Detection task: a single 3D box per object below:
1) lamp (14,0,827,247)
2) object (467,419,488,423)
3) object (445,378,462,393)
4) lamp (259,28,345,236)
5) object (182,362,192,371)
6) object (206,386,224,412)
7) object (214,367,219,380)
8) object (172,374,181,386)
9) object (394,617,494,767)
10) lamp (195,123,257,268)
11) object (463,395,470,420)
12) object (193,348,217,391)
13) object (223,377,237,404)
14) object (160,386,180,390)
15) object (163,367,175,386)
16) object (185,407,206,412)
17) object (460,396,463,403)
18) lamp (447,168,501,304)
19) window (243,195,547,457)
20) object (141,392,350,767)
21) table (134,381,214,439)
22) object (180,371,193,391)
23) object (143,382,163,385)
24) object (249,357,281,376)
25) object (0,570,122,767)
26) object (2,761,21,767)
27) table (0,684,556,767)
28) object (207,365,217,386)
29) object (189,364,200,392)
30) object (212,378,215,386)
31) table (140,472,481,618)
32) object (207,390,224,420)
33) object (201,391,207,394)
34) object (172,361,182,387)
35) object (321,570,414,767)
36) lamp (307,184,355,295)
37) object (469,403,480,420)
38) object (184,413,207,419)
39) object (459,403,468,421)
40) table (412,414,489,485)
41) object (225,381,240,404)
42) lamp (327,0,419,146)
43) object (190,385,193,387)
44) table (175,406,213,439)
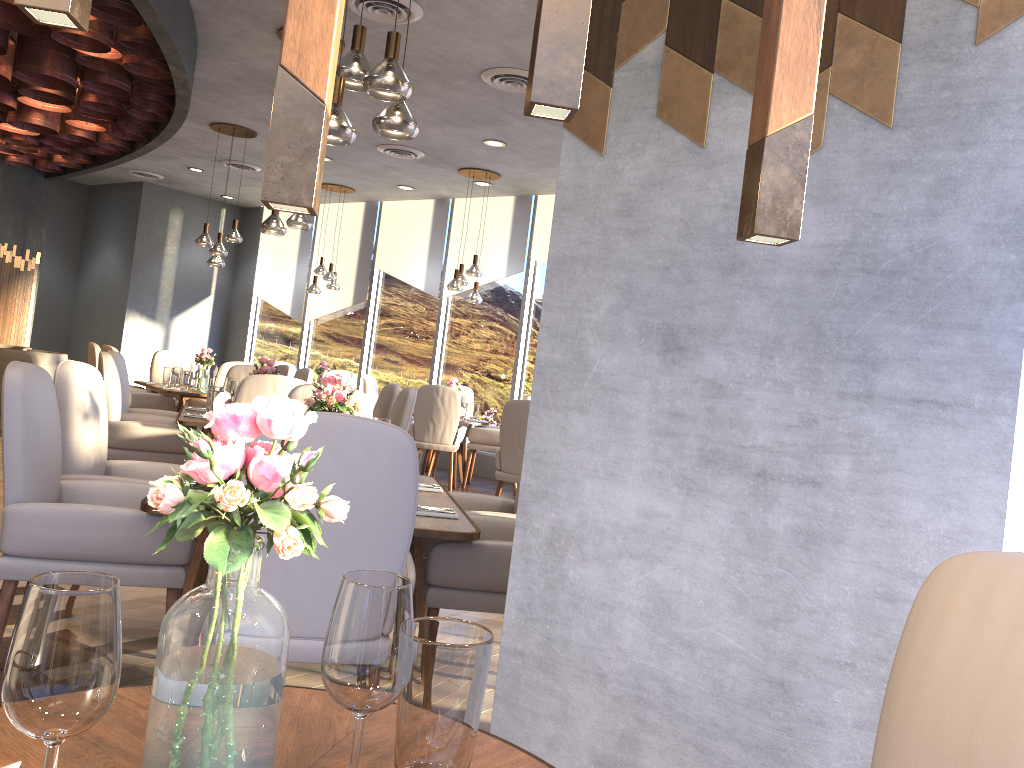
[{"bbox_3d":[-0.102,-1.132,0.902,1.160,1.933,0.118,7,-2,-7],"label":"lamp"},{"bbox_3d":[-0.371,0.371,9.025,0.255,0.019,0.157,7,0,6],"label":"object"},{"bbox_3d":[-0.619,0.141,9.065,0.198,0.416,0.209,6,-2,35],"label":"object"},{"bbox_3d":[-1.407,-1.617,5.841,0.440,1.327,0.438,6,-2,43],"label":"lamp"},{"bbox_3d":[-3.227,-0.096,8.777,0.092,0.245,0.092,8,-2,-31],"label":"object"},{"bbox_3d":[-1.963,0.105,5.842,0.102,0.178,0.102,7,-1,-2],"label":"object"},{"bbox_3d":[-2.731,-0.033,8.240,0.092,0.245,0.092,8,-2,-36],"label":"object"},{"bbox_3d":[-3.334,-0.076,8.813,0.102,0.178,0.102,6,-1,32],"label":"object"},{"bbox_3d":[-0.081,0.360,0.978,0.102,0.178,0.102,7,-1,-4],"label":"object"},{"bbox_3d":[-2.770,-1.796,8.548,0.439,1.327,0.439,7,-1,-13],"label":"lamp"},{"bbox_3d":[-0.483,0.243,9.136,0.092,0.245,0.092,7,-1,3],"label":"object"},{"bbox_3d":[-2.956,-0.144,8.502,0.209,0.416,0.198,8,-2,-40],"label":"object"},{"bbox_3d":[-1.896,0.080,5.932,0.092,0.245,0.092,6,-2,30],"label":"object"},{"bbox_3d":[-3.090,0.037,8.112,0.254,0.019,0.158,7,0,-35],"label":"object"},{"bbox_3d":[-3.288,-0.069,8.475,0.102,0.178,0.102,7,-1,-19],"label":"object"},{"bbox_3d":[-2.068,0.172,5.976,0.255,0.019,0.157,7,0,-18],"label":"object"},{"bbox_3d":[-0.548,0.236,8.907,0.092,0.245,0.092,6,-2,32],"label":"object"},{"bbox_3d":[-0.417,-1.509,9.118,0.440,1.327,0.438,6,-2,31],"label":"lamp"},{"bbox_3d":[1.145,-0.612,5.549,8.056,3.201,16.121,7,0,-7],"label":"window"},{"bbox_3d":[-0.299,0.215,0.947,0.210,0.416,0.197,7,-1,15],"label":"object"},{"bbox_3d":[-3.025,0.388,8.502,0.962,0.666,1.309,7,0,-35],"label":"table"},{"bbox_3d":[-2.949,-0.026,8.012,0.102,0.178,0.102,7,-1,11],"label":"object"},{"bbox_3d":[-3.428,-0.007,8.575,0.254,0.019,0.158,7,0,-35],"label":"object"},{"bbox_3d":[-1.618,0.032,5.792,0.210,0.416,0.198,7,-1,-5],"label":"object"},{"bbox_3d":[-0.391,0.290,0.760,0.092,0.245,0.092,6,-2,29],"label":"object"},{"bbox_3d":[-0.559,0.383,0.816,0.255,0.019,0.157,7,0,-13],"label":"object"},{"bbox_3d":[-0.313,0.756,0.814,0.835,0.663,0.832,7,-1,29],"label":"table"},{"bbox_3d":[-3.017,-0.071,8.895,0.092,0.245,0.092,6,-2,28],"label":"object"},{"bbox_3d":[-2.911,-0.054,8.117,0.092,0.245,0.092,8,-2,-32],"label":"object"},{"bbox_3d":[-2.989,-0.035,8.998,0.102,0.178,0.102,8,-1,-30],"label":"object"},{"bbox_3d":[-0.718,0.695,3.125,0.964,0.666,1.307,7,0,-11],"label":"table"},{"bbox_3d":[-1.773,0.131,5.301,0.102,0.178,0.102,6,-1,38],"label":"object"},{"bbox_3d":[-2.732,0.081,8.071,0.157,0.019,0.255,7,0,-38],"label":"object"},{"bbox_3d":[-3.250,-0.098,8.579,0.092,0.245,0.092,7,-1,7],"label":"object"},{"bbox_3d":[-0.152,0.319,0.900,0.092,0.245,0.092,8,-2,-29],"label":"object"},{"bbox_3d":[-2.223,-1.739,10.823,0.440,1.327,0.438,6,-2,37],"label":"lamp"},{"bbox_3d":[-0.393,0.287,9.190,0.102,0.178,0.102,6,-1,32],"label":"object"},{"bbox_3d":[-1.878,0.197,5.435,0.255,0.019,0.157,7,0,-18],"label":"object"},{"bbox_3d":[-0.497,0.276,8.811,0.102,0.178,0.102,6,-2,43],"label":"object"},{"bbox_3d":[-0.691,0.675,9.045,0.835,0.663,0.832,7,-1,37],"label":"table"},{"bbox_3d":[-1.706,0.105,5.391,0.092,0.245,0.092,6,-2,24],"label":"object"},{"bbox_3d":[-0.449,-1.488,3.162,0.440,1.327,0.438,6,-2,23],"label":"lamp"},{"bbox_3d":[-3.240,0.015,8.940,0.157,0.019,0.255,7,0,-34],"label":"object"},{"bbox_3d":[-1.699,0.563,5.774,0.963,0.666,1.308,7,0,-19],"label":"table"}]
